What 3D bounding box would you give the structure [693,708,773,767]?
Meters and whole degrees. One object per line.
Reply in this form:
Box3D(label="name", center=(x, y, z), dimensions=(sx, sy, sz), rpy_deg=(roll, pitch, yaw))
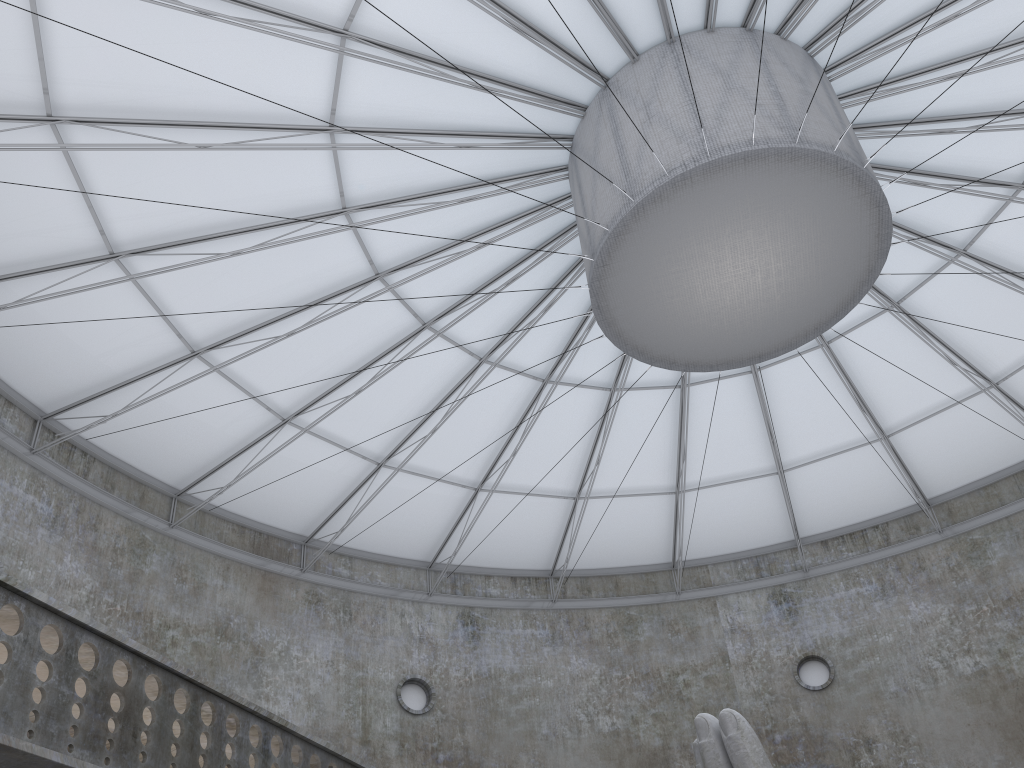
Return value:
Box3D(label="structure", center=(8.348, 6.722, 12.176), dimensions=(10.772, 5.545, 16.016), rpy_deg=(11, -40, -20))
